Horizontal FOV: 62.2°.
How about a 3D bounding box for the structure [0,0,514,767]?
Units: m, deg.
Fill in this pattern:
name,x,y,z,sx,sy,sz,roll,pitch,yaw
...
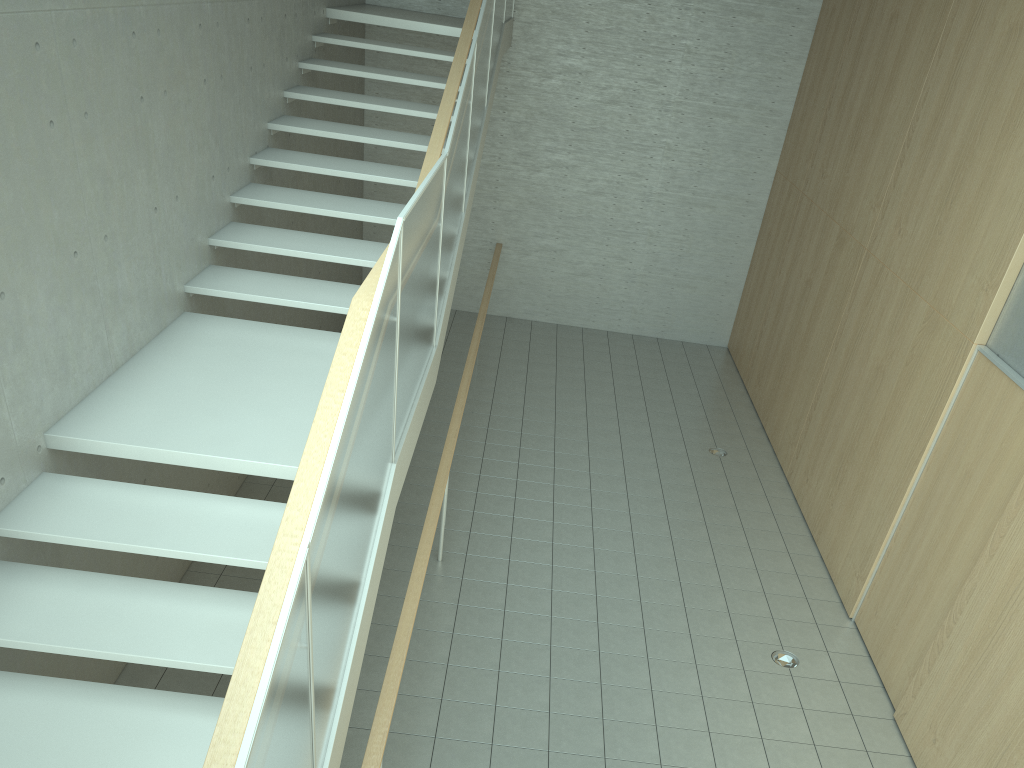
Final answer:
name,x,y,z,sx,sy,sz,roll,pitch,yaw
structure,-1.231,-0.463,4.738,1.888,4.884,10.952,7,27,0
